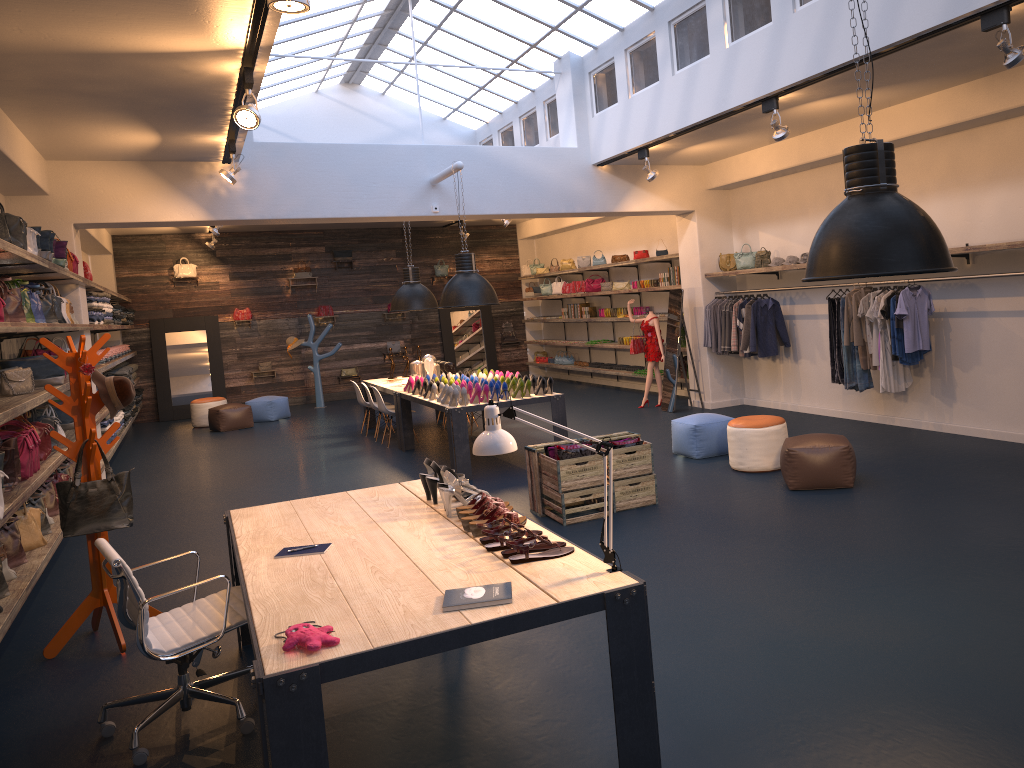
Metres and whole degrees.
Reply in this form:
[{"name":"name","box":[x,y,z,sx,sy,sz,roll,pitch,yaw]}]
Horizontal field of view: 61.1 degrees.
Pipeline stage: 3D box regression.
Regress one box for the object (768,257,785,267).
[{"name":"object","box":[3.459,-1.598,11.364,0.231,0.125,0.191,-3,4,13]}]

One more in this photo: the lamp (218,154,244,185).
[{"name":"lamp","box":[-2.768,-2.098,8.534,0.166,0.327,0.260,-2,4,37]}]

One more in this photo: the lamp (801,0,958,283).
[{"name":"lamp","box":[1.610,-1.310,3.961,0.645,1.643,0.757,-3,3,36]}]

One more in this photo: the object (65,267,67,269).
[{"name":"object","box":[-4.106,-1.158,7.570,0.369,0.334,0.158,-5,3,-15]}]

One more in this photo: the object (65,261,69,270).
[{"name":"object","box":[-4.160,-1.167,7.716,0.369,0.334,0.158,-5,3,-15]}]

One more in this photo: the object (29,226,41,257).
[{"name":"object","box":[-3.661,-1.038,6.412,0.344,0.244,0.180,-5,3,-6]}]

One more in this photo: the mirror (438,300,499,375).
[{"name":"mirror","box":[-0.947,-0.925,19.103,1.238,1.914,0.249,-6,3,-26]}]

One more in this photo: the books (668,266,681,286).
[{"name":"books","box":[2.679,-1.685,13.454,0.255,0.287,0.598,-6,5,-23]}]

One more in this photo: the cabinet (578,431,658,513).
[{"name":"cabinet","box":[0.904,0.725,7.272,0.503,0.547,0.521,-6,4,-23]}]

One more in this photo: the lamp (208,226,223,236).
[{"name":"lamp","box":[-4.567,-2.416,13.377,0.229,0.327,0.190,-3,3,20]}]

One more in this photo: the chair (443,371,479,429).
[{"name":"chair","box":[-0.735,0.235,12.481,0.583,0.799,0.435,-6,3,-25]}]

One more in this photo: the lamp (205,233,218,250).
[{"name":"lamp","box":[-5.430,-2.569,15.705,0.229,0.327,0.190,-3,3,20]}]

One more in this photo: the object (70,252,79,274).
[{"name":"object","box":[-4.565,-1.220,8.800,0.204,0.310,0.264,-3,4,29]}]

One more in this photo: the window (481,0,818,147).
[{"name":"window","box":[-0.798,-3.562,9.977,4.785,0.650,10.603,-6,6,-21]}]

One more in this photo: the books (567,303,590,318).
[{"name":"books","box":[1.342,-1.471,17.433,0.255,0.287,0.598,-6,5,-23]}]

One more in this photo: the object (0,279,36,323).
[{"name":"object","box":[-3.589,-0.588,6.257,0.208,0.338,0.391,-4,4,17]}]

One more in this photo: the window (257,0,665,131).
[{"name":"window","box":[0.265,-4.294,6.808,4.619,0.836,17.582,-6,6,-20]}]

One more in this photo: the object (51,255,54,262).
[{"name":"object","box":[-3.863,-1.059,6.885,0.449,0.235,0.165,-7,4,-29]}]

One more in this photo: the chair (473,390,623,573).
[{"name":"chair","box":[0.134,0.384,3.232,0.537,0.744,0.172,-4,2,12]}]

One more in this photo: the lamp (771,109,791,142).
[{"name":"lamp","box":[2.559,-2.458,8.278,0.171,0.327,0.255,-3,4,23]}]

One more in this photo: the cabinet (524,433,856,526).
[{"name":"cabinet","box":[1.552,0.679,7.271,2.906,0.547,0.718,-5,4,-12]}]

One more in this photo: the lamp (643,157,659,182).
[{"name":"lamp","box":[1.682,-2.612,10.630,0.239,0.327,0.183,-4,3,4]}]

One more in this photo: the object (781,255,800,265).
[{"name":"object","box":[3.557,-1.580,11.100,0.231,0.125,0.191,-3,4,13]}]

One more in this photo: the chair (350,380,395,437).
[{"name":"chair","box":[-2.019,0.320,12.562,0.583,0.799,0.435,-6,3,-25]}]

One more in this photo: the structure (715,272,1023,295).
[{"name":"structure","box":[4.368,-1.062,8.768,0.041,0.039,8.167,-6,5,-20]}]

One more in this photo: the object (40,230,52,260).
[{"name":"object","box":[-3.722,-1.044,6.580,0.445,0.231,0.167,-6,4,-23]}]

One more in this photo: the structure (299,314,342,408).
[{"name":"structure","box":[-3.735,-0.448,16.738,0.966,1.804,0.172,-4,2,-1]}]

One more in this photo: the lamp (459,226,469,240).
[{"name":"lamp","box":[-0.985,-3.087,17.837,0.229,0.327,0.190,-3,3,20]}]

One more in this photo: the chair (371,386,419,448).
[{"name":"chair","box":[-1.542,0.393,11.398,0.583,0.799,0.435,-6,3,-25]}]

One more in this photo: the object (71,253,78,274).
[{"name":"object","box":[-4.517,-1.197,8.715,0.253,0.283,0.307,-3,4,14]}]

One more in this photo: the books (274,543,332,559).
[{"name":"books","box":[-0.888,0.706,3.705,0.207,0.018,0.136,-4,5,-3]}]

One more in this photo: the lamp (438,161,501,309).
[{"name":"lamp","box":[-0.553,-1.694,9.802,0.757,1.643,0.644,-6,3,-32]}]

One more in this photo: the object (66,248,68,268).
[{"name":"object","box":[-4.378,-1.194,8.124,0.273,0.337,0.306,-3,4,19]}]

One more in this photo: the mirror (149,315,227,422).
[{"name":"mirror","box":[-6.140,-0.313,16.529,1.238,1.914,0.249,-6,3,-26]}]

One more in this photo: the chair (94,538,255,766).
[{"name":"chair","box":[-1.418,1.066,3.825,0.729,0.835,0.636,-8,5,-44]}]

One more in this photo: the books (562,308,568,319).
[{"name":"books","box":[1.161,-1.456,17.838,0.192,0.209,0.298,-6,5,-21]}]

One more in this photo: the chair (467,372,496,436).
[{"name":"chair","box":[-0.452,0.267,11.915,0.587,0.799,0.431,-6,3,-30]}]

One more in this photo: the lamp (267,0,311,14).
[{"name":"lamp","box":[-1.002,-1.771,3.874,0.194,0.375,0.164,-6,3,-35]}]

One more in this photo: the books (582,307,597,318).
[{"name":"books","box":[1.517,-1.404,17.006,0.194,0.212,0.308,-6,5,-22]}]

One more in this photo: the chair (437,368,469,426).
[{"name":"chair","box":[-0.891,0.189,13.095,0.580,0.799,0.437,-6,3,-22]}]

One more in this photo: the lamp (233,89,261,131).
[{"name":"lamp","box":[-1.854,-1.952,6.173,0.167,0.314,0.270,-3,4,32]}]

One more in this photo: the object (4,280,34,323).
[{"name":"object","box":[-3.496,-0.565,6.022,0.189,0.322,0.394,-3,4,19]}]

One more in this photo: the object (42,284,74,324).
[{"name":"object","box":[-4.219,-0.727,7.952,0.185,0.385,0.443,-4,4,17]}]

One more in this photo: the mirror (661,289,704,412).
[{"name":"mirror","box":[2.426,-0.504,12.700,0.559,1.761,0.472,-6,3,-24]}]

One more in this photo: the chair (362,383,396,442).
[{"name":"chair","box":[-1.758,0.354,11.986,0.572,0.799,0.443,-5,3,-16]}]

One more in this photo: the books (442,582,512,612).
[{"name":"books","box":[-0.115,0.721,2.946,0.233,0.017,0.174,-5,5,-6]}]

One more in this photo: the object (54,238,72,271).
[{"name":"object","box":[-4.454,-1.233,8.436,0.213,0.384,0.269,-3,3,26]}]

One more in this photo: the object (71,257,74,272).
[{"name":"object","box":[-4.495,-1.214,8.554,0.213,0.330,0.269,-3,4,26]}]

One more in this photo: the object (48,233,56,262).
[{"name":"object","box":[-3.778,-1.054,6.732,0.451,0.231,0.164,-7,4,-31]}]

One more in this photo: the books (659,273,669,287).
[{"name":"books","box":[2.498,-1.670,13.859,0.192,0.209,0.298,-6,5,-21]}]

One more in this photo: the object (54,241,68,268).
[{"name":"object","box":[-4.019,-1.096,7.399,0.444,0.235,0.167,-6,4,-23]}]

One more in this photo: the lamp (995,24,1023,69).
[{"name":"lamp","box":[3.416,-2.306,5.967,0.229,0.327,0.190,-3,3,20]}]

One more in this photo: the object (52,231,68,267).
[{"name":"object","box":[-4.264,-1.217,7.992,0.316,0.409,0.126,-6,3,-28]}]

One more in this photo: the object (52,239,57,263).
[{"name":"object","box":[-4.011,-1.077,7.194,0.449,0.235,0.165,-7,4,-29]}]

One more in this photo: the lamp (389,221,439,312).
[{"name":"lamp","box":[-1.442,-1.851,12.194,0.677,1.643,0.724,-4,3,13]}]

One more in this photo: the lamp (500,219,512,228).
[{"name":"lamp","box":[-0.116,-2.932,15.492,0.229,0.327,0.190,-3,3,20]}]
